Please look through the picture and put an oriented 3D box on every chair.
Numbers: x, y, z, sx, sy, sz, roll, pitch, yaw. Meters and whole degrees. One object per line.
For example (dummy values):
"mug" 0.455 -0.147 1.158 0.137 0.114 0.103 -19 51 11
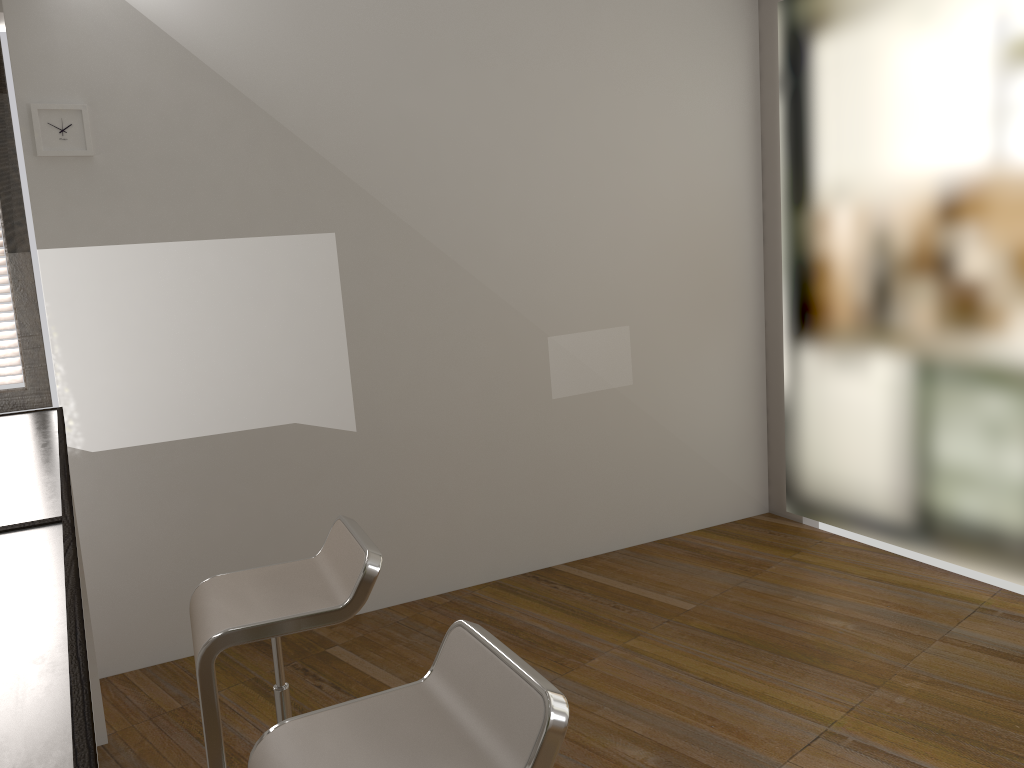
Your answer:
"chair" -0.557 0.816 2.244 0.460 0.857 0.418 -7 9 -21
"chair" -0.168 0.903 1.497 0.460 0.857 0.418 -8 10 -26

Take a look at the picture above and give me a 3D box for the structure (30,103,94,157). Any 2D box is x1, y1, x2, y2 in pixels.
"structure" -1.603 -0.904 3.162 0.180 0.180 0.026 -8 10 -27

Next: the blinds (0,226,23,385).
"blinds" -6.475 -2.982 4.097 9.030 12.704 16.000 -2 9 13

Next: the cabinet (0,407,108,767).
"cabinet" -1.003 0.825 1.441 0.663 1.134 2.947 -8 10 -27
